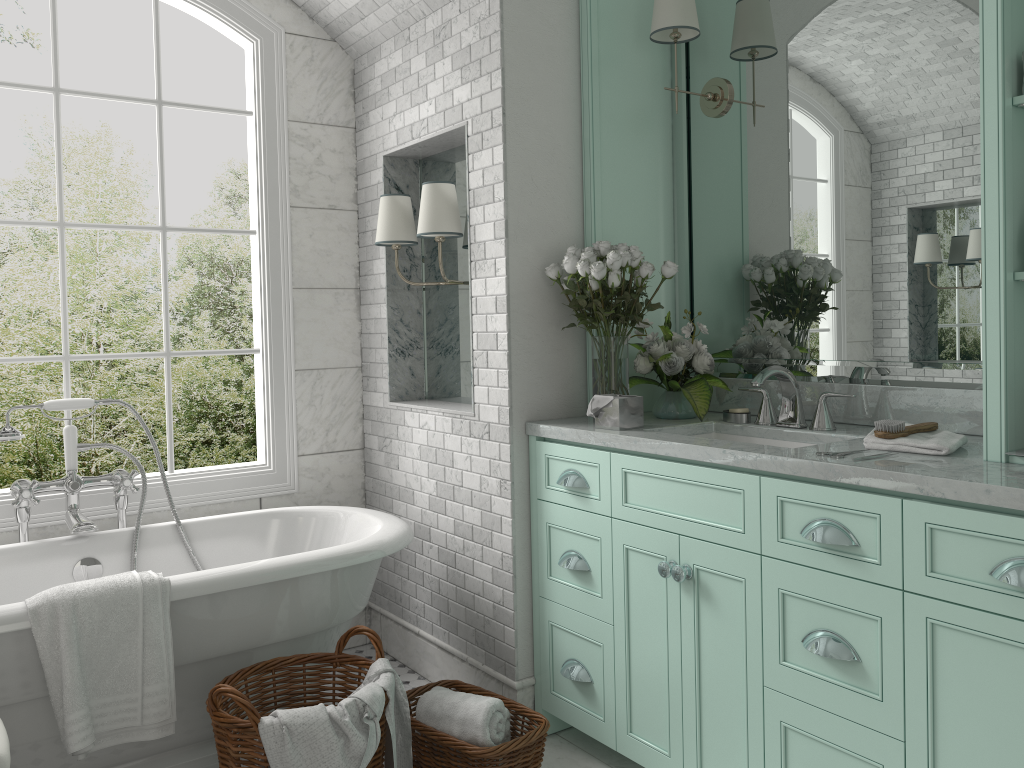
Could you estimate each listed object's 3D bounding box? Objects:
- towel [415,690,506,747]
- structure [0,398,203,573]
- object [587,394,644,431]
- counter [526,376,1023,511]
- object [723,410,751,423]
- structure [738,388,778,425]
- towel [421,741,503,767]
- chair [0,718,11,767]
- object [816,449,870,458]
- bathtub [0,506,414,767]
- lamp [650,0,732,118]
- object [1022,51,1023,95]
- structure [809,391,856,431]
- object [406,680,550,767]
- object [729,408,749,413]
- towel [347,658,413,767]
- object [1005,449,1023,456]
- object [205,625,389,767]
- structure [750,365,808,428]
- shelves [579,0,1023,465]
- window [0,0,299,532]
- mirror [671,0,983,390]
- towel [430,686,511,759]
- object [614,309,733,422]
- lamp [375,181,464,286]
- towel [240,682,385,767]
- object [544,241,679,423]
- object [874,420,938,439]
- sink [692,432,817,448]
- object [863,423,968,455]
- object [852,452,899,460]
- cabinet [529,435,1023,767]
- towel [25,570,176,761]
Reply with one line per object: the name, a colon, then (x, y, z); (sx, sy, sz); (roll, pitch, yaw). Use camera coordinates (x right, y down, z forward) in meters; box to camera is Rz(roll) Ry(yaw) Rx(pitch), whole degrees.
towel: (-0.157, 1.065, 2.766); (0.321, 0.211, 0.149); (1, 3, 38)
structure: (-1.470, 0.695, 3.285); (0.779, 1.284, 0.340); (-2, 2, -25)
object: (0.342, 0.091, 2.978); (0.147, 0.112, 0.136); (-4, 4, -39)
counter: (1.187, 0.129, 2.290); (0.824, 0.181, 2.809); (-4, 5, -35)
object: (0.783, 0.112, 3.088); (0.080, 0.035, 0.134); (-2, 4, -17)
structure: (0.831, 0.073, 3.014); (0.157, 0.121, 0.083); (1, 3, 39)
towel: (-0.144, 1.214, 2.789); (0.153, 0.163, 0.311); (-4, 4, -45)
chair: (-1.343, 1.092, 2.004); (0.371, 0.602, 0.366); (-3, 3, -35)
object: (0.860, 0.178, 2.312); (0.175, 0.007, 0.075); (-5, 5, -43)
bathtub: (-1.338, 0.950, 2.939); (2.167, 0.757, 0.942); (-4, 4, -35)
lamp: (0.646, -1.235, 3.272); (0.309, 0.487, 0.183); (-3, 2, -36)
object: (1.288, -0.734, 2.077); (0.122, 0.105, 0.118); (-3, 3, -29)
structure: (1.014, 0.084, 2.788); (0.157, 0.121, 0.083); (1, 3, 39)
object: (-0.146, 1.178, 2.855); (0.346, 0.260, 0.550); (-4, 5, -44)
object: (0.786, 0.093, 3.068); (0.051, 0.022, 0.077); (-2, 4, -14)
towel: (-0.538, 1.070, 2.538); (0.460, 0.469, 0.383); (-1, 2, 4)
object: (1.434, 0.162, 2.066); (0.439, 0.008, 0.350); (-4, 5, -35)
object: (-0.597, 1.055, 2.539); (0.518, 0.570, 0.520); (-1, 3, -3)
structure: (0.863, 0.042, 2.844); (0.103, 0.205, 0.235); (1, 3, 44)
shelves: (1.257, -0.891, 2.322); (0.465, 2.121, 2.811); (-2, 3, -35)
window: (-1.769, -0.622, 3.474); (1.833, 2.321, 0.118); (-3, 2, -35)
mirror: (1.056, -0.970, 2.953); (0.015, 1.931, 1.436); (-2, 2, -35)
towel: (-0.142, 1.103, 2.908); (0.313, 0.186, 0.165); (0, 3, 25)
object: (0.601, -0.071, 3.245); (0.394, 0.402, 0.452); (-3, 3, -33)
lamp: (-0.334, -0.602, 3.644); (0.309, 0.383, 0.548); (-3, 3, -35)
towel: (-0.545, 1.053, 2.460); (0.400, 0.438, 0.484); (-3, 3, -34)
object: (0.347, -0.182, 3.148); (0.391, 0.653, 0.356); (-2, 2, -23)
object: (1.086, 0.117, 2.423); (0.228, 0.044, 0.068); (-3, 4, -26)
sink: (0.741, 0.223, 2.773); (0.347, 0.079, 0.603); (-4, 5, -35)
object: (1.081, 0.148, 2.402); (0.239, 0.056, 0.317); (-4, 5, -38)
object: (0.911, 0.182, 2.227); (0.167, 0.005, 0.020); (-4, 4, -31)
cabinet: (1.185, 0.764, 2.294); (0.864, 1.096, 2.799); (-3, 4, -35)
towel: (-1.189, 0.788, 2.561); (0.375, 0.463, 0.453); (-3, 3, -33)
